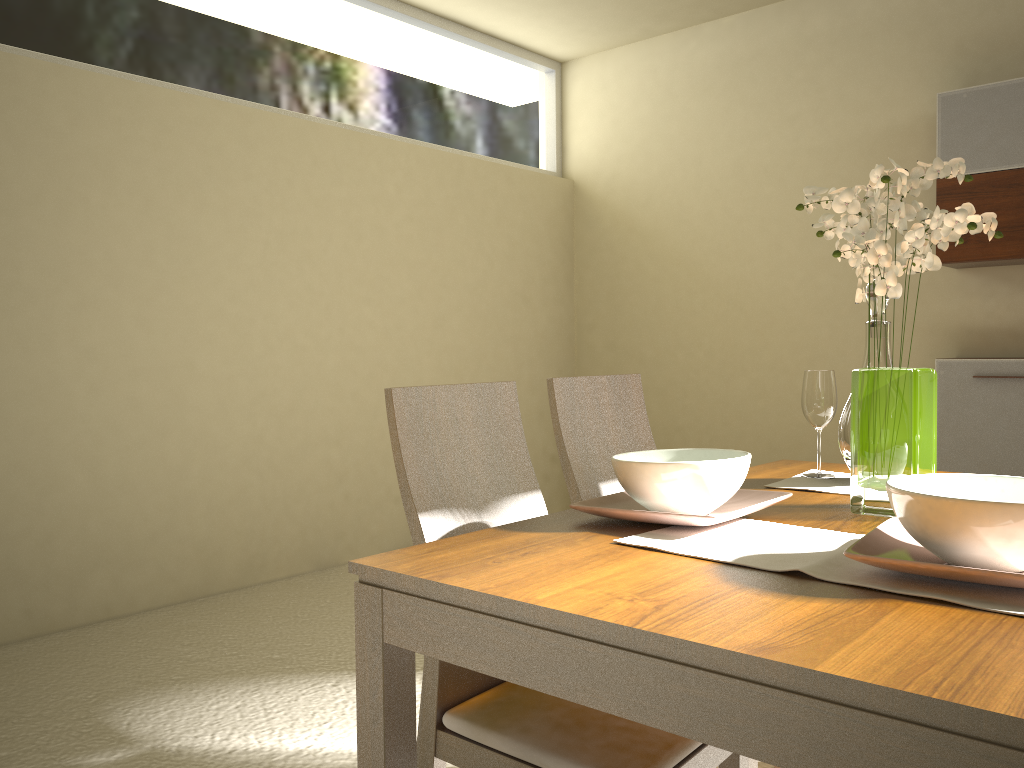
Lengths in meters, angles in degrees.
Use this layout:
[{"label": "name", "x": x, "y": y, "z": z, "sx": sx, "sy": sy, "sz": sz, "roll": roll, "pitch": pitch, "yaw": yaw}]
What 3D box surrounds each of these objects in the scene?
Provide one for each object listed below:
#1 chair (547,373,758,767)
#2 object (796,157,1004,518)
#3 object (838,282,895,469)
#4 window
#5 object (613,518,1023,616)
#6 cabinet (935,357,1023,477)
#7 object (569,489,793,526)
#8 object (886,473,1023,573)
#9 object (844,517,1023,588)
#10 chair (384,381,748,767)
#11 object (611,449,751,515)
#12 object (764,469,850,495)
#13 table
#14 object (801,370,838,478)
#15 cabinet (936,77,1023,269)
[{"label": "chair", "x": 0.390, "y": 0.491, "z": 1.985, "sx": 0.507, "sy": 1.017, "sz": 0.404, "roll": 1, "pitch": 3, "yaw": 42}, {"label": "object", "x": 0.663, "y": -0.079, "z": 1.523, "sx": 0.304, "sy": 0.608, "sz": 0.302, "roll": 1, "pitch": 3, "yaw": 44}, {"label": "object", "x": 0.768, "y": -0.009, "z": 1.862, "sx": 0.156, "sy": 0.426, "sz": 0.156, "roll": -1, "pitch": 2, "yaw": -8}, {"label": "window", "x": 1.235, "y": -0.523, "z": 2.420, "sx": 6.429, "sy": 3.000, "sz": 4.466, "roll": 1, "pitch": 3, "yaw": 39}, {"label": "object", "x": 0.460, "y": 0.233, "z": 1.218, "sx": 0.589, "sy": 0.010, "sz": 0.287, "roll": 1, "pitch": 3, "yaw": 44}, {"label": "cabinet", "x": 2.954, "y": 0.403, "z": 3.513, "sx": 2.318, "sy": 1.018, "sz": 0.372, "roll": 1, "pitch": 3, "yaw": 41}, {"label": "object", "x": 0.288, "y": 0.209, "z": 1.503, "sx": 0.283, "sy": 0.041, "sz": 0.283, "roll": 1, "pitch": 3, "yaw": 41}, {"label": "object", "x": 0.595, "y": 0.178, "z": 1.113, "sx": 0.233, "sy": 0.101, "sz": 0.233, "roll": 1, "pitch": 2, "yaw": 30}, {"label": "object", "x": 0.595, "y": 0.218, "z": 1.115, "sx": 0.283, "sy": 0.033, "sz": 0.283, "roll": 1, "pitch": 3, "yaw": 35}, {"label": "chair", "x": 0.091, "y": 0.511, "z": 1.550, "sx": 0.507, "sy": 1.017, "sz": 0.404, "roll": 1, "pitch": 3, "yaw": 38}, {"label": "object", "x": 0.285, "y": 0.169, "z": 1.504, "sx": 0.233, "sy": 0.107, "sz": 0.232, "roll": -2, "pitch": 3, "yaw": -38}, {"label": "object", "x": 0.839, "y": 0.208, "z": 1.762, "sx": 0.589, "sy": 0.010, "sz": 0.287, "roll": 1, "pitch": 3, "yaw": 38}, {"label": "table", "x": 0.618, "y": 0.623, "z": 1.447, "sx": 1.000, "sy": 0.790, "sz": 1.411, "roll": 1, "pitch": 3, "yaw": 41}, {"label": "object", "x": 0.672, "y": 0.086, "z": 1.939, "sx": 0.075, "sy": 0.232, "sz": 0.075, "roll": -1, "pitch": 2, "yaw": 0}, {"label": "cabinet", "x": 2.938, "y": -0.937, "z": 3.463, "sx": 2.318, "sy": 0.789, "sz": 0.372, "roll": 1, "pitch": 3, "yaw": 41}]
